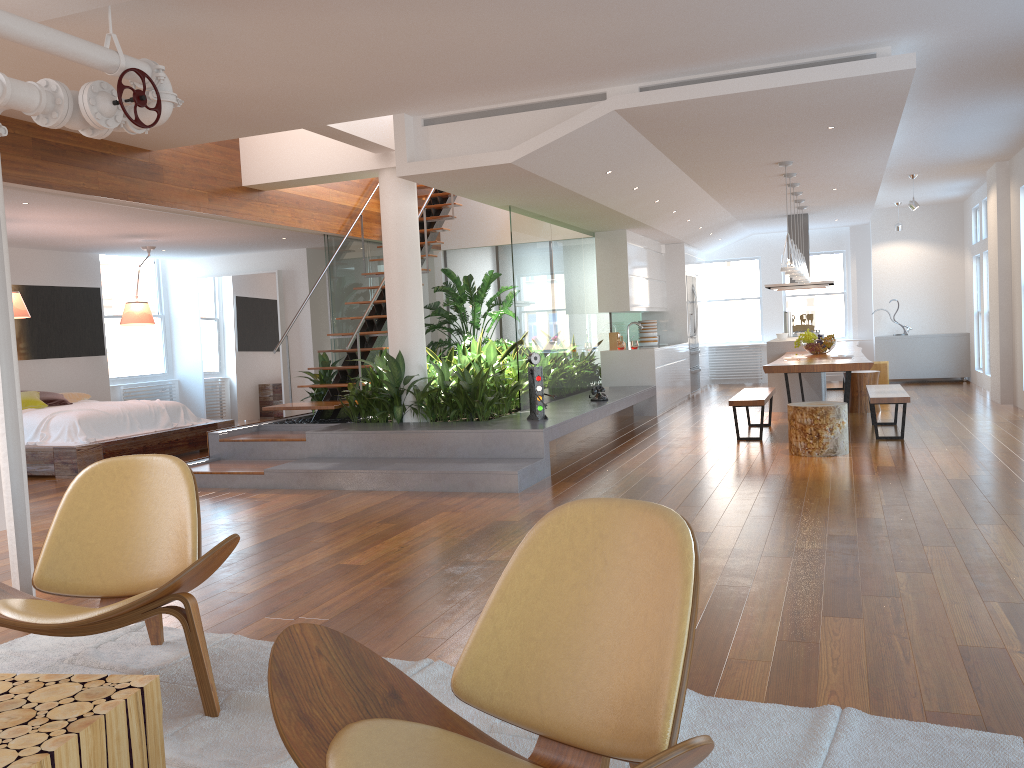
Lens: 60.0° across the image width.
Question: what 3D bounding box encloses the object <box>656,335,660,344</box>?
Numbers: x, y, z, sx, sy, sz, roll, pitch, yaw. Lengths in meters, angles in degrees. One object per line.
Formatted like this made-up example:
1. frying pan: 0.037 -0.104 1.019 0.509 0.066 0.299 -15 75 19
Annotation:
1. object: 2.029 -0.666 12.925 0.284 0.196 0.265 -5 4 -27

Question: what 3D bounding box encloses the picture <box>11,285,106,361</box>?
1. picture: -5.668 -0.674 9.779 0.001 0.854 2.969 -2 4 21

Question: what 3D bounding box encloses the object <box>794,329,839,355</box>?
1. object: 3.218 -0.448 9.371 0.394 0.284 0.292 -4 4 -15

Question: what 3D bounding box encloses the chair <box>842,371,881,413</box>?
1. chair: 3.972 0.088 10.068 0.396 0.455 0.402 -2 4 11

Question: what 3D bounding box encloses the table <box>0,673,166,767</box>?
1. table: -0.950 0.836 1.471 0.548 0.534 0.489 -2 4 9

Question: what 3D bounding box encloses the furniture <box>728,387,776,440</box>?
1. furniture: 2.370 0.287 8.671 0.316 0.389 1.433 -2 4 21

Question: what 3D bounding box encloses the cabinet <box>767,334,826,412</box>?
1. cabinet: 3.808 -0.199 11.736 0.597 0.832 2.936 -2 4 21

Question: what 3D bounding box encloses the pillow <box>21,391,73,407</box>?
1. pillow: -5.000 0.149 9.406 0.534 0.185 0.372 -6 5 -40

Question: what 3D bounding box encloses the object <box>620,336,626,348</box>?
1. object: 1.423 -0.547 11.622 0.100 0.170 0.173 -2 4 22

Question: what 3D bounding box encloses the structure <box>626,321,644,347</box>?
1. structure: 1.681 -0.582 12.055 0.248 0.536 0.115 -2 4 21

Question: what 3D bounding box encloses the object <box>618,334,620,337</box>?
1. object: 1.371 -0.550 11.412 0.040 0.192 0.042 -4 4 -19

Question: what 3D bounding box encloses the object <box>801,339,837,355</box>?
1. object: 3.240 -0.385 9.352 0.360 0.159 0.360 -4 4 -16

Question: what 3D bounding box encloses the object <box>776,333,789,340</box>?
1. object: 3.312 -0.578 10.868 0.152 0.082 0.152 -5 4 -30

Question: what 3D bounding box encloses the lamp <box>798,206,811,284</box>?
1. lamp: 3.785 -1.841 11.527 0.160 1.060 0.160 -6 5 -42

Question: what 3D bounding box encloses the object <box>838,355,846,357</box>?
1. object: 3.097 -0.258 8.321 0.070 0.030 0.079 -5 4 -26

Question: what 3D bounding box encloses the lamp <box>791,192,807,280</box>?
1. lamp: 3.283 -1.733 10.176 0.160 1.060 0.160 -6 5 -42

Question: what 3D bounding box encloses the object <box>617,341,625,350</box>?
1. object: 1.364 -0.483 11.094 0.094 0.106 0.094 -1 4 26

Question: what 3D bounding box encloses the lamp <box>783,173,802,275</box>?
1. lamp: 2.780 -1.624 8.824 0.160 1.060 0.160 -6 5 -42

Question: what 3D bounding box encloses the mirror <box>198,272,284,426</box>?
1. mirror: -3.690 -0.450 12.056 1.267 2.044 0.049 -2 4 21

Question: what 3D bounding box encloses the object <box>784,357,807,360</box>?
1. object: 2.719 -0.244 8.514 0.222 0.020 0.222 -5 4 -29

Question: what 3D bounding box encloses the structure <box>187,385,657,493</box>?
1. structure: -0.436 0.410 9.270 3.088 0.386 5.584 -2 4 21

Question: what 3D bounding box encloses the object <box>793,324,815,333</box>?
1. object: 4.246 -0.794 12.987 0.353 0.157 0.084 -2 4 21

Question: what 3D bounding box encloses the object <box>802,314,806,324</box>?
1. object: 4.271 -0.873 12.961 0.057 0.299 0.019 -2 4 21

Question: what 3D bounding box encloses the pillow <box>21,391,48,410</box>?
1. pillow: -5.035 0.177 9.469 0.805 0.240 1.341 -2 4 17

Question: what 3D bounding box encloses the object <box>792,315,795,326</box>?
1. object: 4.134 -0.871 13.033 0.055 0.299 0.027 -2 4 21

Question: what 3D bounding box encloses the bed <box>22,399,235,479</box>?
1. bed: -4.589 0.504 9.350 2.314 0.595 2.207 -2 4 21

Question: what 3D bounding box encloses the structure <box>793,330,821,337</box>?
1. structure: 4.106 -0.717 12.568 0.520 0.073 0.650 -2 4 21

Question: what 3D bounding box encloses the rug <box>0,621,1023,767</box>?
1. rug: -0.995 1.063 1.480 3.525 0.057 3.478 -1 4 25

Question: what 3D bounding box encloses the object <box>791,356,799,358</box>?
1. object: 2.719 -0.250 8.514 0.070 0.030 0.079 -4 4 -16

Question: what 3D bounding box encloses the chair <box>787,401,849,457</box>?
1. chair: 2.484 0.360 7.203 0.460 0.400 0.460 -1 4 30

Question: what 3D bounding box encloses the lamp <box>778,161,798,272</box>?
1. lamp: 2.529 -1.570 8.148 0.160 1.060 0.160 -6 5 -42

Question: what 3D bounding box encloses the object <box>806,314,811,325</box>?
1. object: 4.332 -0.874 12.941 0.068 0.298 0.039 -2 4 21

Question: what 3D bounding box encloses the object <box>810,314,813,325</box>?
1. object: 4.373 -0.877 12.944 0.057 0.294 0.030 -2 4 20

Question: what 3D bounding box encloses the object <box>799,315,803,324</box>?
1. object: 4.246 -0.874 12.991 0.061 0.299 0.040 -2 4 18

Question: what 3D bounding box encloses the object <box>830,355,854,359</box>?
1. object: 3.097 -0.252 8.322 0.222 0.020 0.222 -2 4 12

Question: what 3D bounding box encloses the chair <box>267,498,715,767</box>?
1. chair: 0.025 0.667 1.613 0.867 0.752 0.856 -4 4 -19

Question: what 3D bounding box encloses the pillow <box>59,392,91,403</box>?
1. pillow: -5.211 0.224 9.510 0.467 0.212 1.410 -2 4 19

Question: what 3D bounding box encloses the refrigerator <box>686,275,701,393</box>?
1. refrigerator: 2.499 -0.739 13.607 0.725 1.772 0.908 -2 4 21

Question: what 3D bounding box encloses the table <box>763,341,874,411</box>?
1. table: 3.640 -0.040 10.318 0.893 0.704 5.996 -2 4 21

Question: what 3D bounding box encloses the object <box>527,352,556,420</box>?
1. object: 0.238 0.020 7.340 0.134 0.565 0.318 -5 4 -33

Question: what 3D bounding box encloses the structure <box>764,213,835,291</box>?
1. structure: 4.030 -2.042 12.461 0.909 1.405 0.900 -2 4 21

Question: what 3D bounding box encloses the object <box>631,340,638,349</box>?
1. object: 1.517 -0.485 10.987 0.094 0.106 0.094 -1 4 26

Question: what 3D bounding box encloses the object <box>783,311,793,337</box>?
1. object: 3.806 -0.821 12.182 0.172 0.356 0.120 -4 4 -21

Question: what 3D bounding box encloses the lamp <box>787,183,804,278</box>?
1. lamp: 3.031 -1.678 9.500 0.160 1.060 0.160 -6 5 -42

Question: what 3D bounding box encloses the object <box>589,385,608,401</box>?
1. object: 0.860 0.092 8.951 0.216 0.155 0.181 -4 4 -15

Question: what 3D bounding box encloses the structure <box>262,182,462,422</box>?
1. structure: -0.512 -1.712 9.838 2.552 4.265 4.591 -2 4 21

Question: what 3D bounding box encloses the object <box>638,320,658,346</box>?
1. object: 1.922 -0.720 12.547 0.266 0.356 0.267 -6 5 -44

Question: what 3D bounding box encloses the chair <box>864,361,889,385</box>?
1. chair: 4.936 -0.077 12.066 0.344 0.430 0.549 -1 4 24

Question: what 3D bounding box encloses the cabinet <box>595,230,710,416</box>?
1. cabinet: 2.179 -0.897 12.919 0.676 2.280 4.565 -2 4 21

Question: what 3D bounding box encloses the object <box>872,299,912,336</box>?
1. object: 5.880 -1.025 13.690 0.590 0.563 0.210 -3 4 -8

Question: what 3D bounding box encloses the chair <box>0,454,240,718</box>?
1. chair: -1.271 0.659 2.863 0.856 0.752 0.867 -1 4 26

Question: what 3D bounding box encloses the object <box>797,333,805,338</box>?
1. object: 3.503 -0.576 10.665 0.152 0.082 0.152 -4 4 -19

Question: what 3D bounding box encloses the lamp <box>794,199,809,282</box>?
1. lamp: 3.534 -1.787 10.852 0.160 1.060 0.160 -6 5 -42

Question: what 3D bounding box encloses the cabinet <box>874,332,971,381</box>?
1. cabinet: 6.289 -0.397 13.635 1.309 0.725 0.420 -2 4 21

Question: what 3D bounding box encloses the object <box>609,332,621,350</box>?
1. object: 1.322 -0.553 11.393 0.104 0.222 0.200 -2 4 21

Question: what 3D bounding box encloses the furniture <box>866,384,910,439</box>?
1. furniture: 3.487 0.254 8.254 0.316 0.389 1.433 -2 4 21
